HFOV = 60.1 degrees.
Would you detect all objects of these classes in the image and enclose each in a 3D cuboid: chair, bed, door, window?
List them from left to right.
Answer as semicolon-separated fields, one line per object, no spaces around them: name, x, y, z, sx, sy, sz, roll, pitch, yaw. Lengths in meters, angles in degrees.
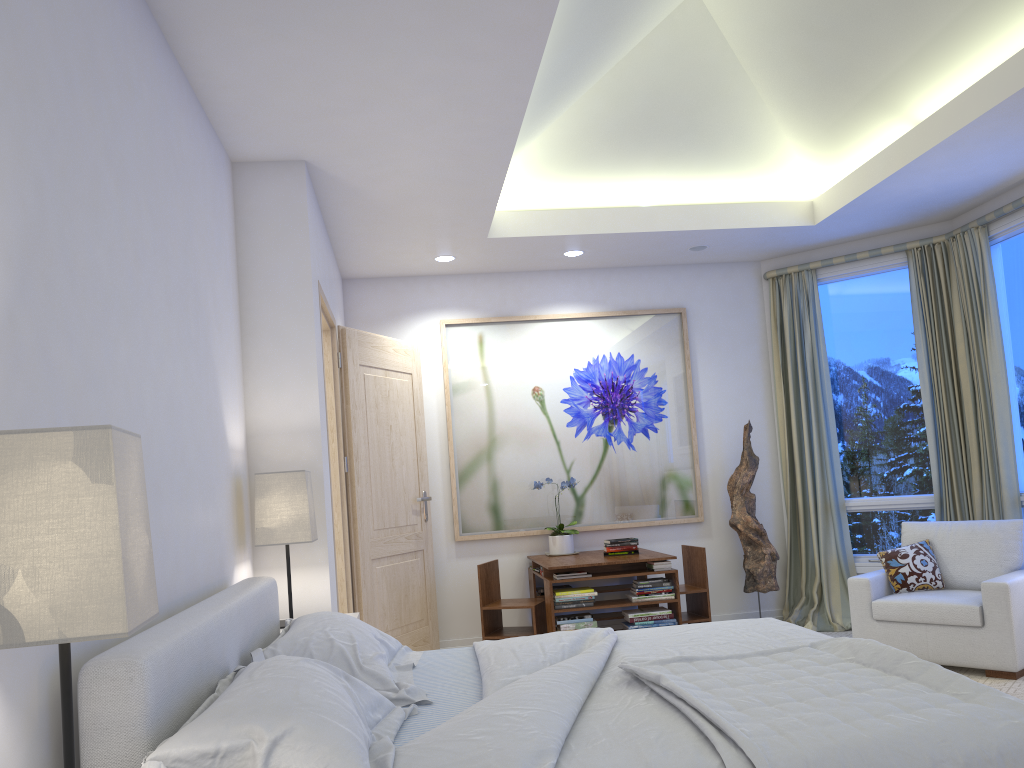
door;-0.821;0.653;4.825;0.361;2.048;1.789;-5;-5;10
chair;0.028;1.382;5.380;0.341;0.608;0.341;-6;-4;18
bed;0.121;0.934;2.455;2.018;0.812;1.978;-3;-6;-8
chair;0.993;1.322;5.473;0.340;0.608;0.342;-3;-4;-12
chair;2.291;1.081;4.622;0.687;0.704;0.810;0;-7;-42
window;2.976;0.014;4.497;0.206;2.019;1.519;-4;-5;-7
window;2.702;-0.161;2.808;0.813;2.017;6.878;-4;-6;-7

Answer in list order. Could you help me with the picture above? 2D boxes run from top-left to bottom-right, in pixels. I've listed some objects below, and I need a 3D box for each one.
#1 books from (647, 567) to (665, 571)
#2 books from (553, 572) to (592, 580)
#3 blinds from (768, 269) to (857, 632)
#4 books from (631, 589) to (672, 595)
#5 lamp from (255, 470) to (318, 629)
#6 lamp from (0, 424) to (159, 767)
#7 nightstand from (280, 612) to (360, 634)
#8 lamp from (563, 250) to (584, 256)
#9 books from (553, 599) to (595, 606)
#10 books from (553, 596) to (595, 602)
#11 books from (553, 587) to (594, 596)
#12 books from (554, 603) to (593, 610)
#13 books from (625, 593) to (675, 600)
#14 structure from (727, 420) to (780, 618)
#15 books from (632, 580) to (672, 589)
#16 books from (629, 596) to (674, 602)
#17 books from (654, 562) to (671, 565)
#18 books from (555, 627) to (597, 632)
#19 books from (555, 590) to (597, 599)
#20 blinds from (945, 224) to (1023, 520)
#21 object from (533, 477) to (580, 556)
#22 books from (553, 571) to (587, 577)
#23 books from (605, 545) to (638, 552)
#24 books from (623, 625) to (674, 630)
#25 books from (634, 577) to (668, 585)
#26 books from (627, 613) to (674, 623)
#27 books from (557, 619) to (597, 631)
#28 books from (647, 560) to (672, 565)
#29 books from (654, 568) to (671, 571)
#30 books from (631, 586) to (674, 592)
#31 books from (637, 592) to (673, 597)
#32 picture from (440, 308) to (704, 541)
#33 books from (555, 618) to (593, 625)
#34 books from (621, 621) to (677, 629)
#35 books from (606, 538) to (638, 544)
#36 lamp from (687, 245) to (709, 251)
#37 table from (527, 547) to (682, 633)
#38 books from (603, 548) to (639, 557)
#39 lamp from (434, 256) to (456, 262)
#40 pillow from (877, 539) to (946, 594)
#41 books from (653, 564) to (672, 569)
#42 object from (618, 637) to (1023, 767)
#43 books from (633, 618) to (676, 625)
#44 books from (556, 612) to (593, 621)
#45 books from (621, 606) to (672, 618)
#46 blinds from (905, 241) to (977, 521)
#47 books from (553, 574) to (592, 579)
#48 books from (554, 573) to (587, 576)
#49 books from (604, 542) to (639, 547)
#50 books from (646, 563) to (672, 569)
books;0.849;1.063;5.100;0.103;0.013;0.143;-3;-7;-7
books;0.344;1.092;5.046;0.201;0.015;0.140;-3;-7;-7
blinds;1.905;0.413;5.852;0.644;2.366;0.295;-7;-4;34
books;0.798;1.191;5.099;0.209;0.015;0.146;-3;-7;-7
lamp;-0.862;0.629;3.401;0.210;0.581;0.211;-4;-4;-7
lamp;-0.609;0.357;1.204;0.210;0.580;0.211;-3;-4;-12
nightstand;-0.649;1.079;2.286;0.400;0.597;2.562;-4;-6;-7
lamp;0.389;-0.818;5.590;0.137;0.014;0.138;0;-8;-35
books;0.343;1.233;5.033;0.234;0.019;0.144;-3;-7;-7
books;0.345;1.215;5.041;0.222;0.020;0.155;-3;-7;-7
books;0.344;1.180;5.045;0.217;0.019;0.157;-3;-7;-7
books;0.340;1.253;5.032;0.217;0.020;0.157;-3;-7;-7
books;0.793;1.217;5.107;0.249;0.015;0.180;-3;-7;-7
structure;1.579;0.930;5.831;0.305;1.389;0.265;-4;-4;-6
books;0.805;1.155;5.107;0.205;0.026;0.125;-4;-6;-2
books;0.799;1.230;5.102;0.239;0.017;0.173;-4;-7;-2
books;0.848;1.027;5.103;0.100;0.012;0.140;-3;-7;-7
books;0.355;1.387;5.008;0.233;0.022;0.142;-3;-7;-7
books;0.357;1.197;5.053;0.239;0.019;0.173;-4;-7;-2
blinds;2.693;0.280;5.157;0.266;2.360;0.527;-3;-4;-14
object;0.291;0.855;5.742;0.305;0.502;0.217;-4;-4;-7
books;0.330;1.082;5.051;0.177;0.009;0.113;-3;-7;-7
books;0.663;1.003;5.416;0.190;0.031;0.132;-4;-6;-2
books;0.790;1.397;5.097;0.276;0.032;0.193;-3;-7;-7
books;0.797;1.135;5.106;0.177;0.017;0.113;-3;-7;-7
books;0.783;1.336;5.093;0.257;0.033;0.156;-3;-6;-7
books;0.365;1.359;5.010;0.208;0.035;0.145;-3;-6;-7
books;0.848;1.027;5.102;0.103;0.013;0.143;-3;-7;-7
books;0.848;1.063;5.101;0.101;0.012;0.141;-3;-7;-7
books;0.806;1.175;5.105;0.217;0.016;0.138;-3;-7;-7
books;0.806;1.203;5.097;0.205;0.011;0.149;-3;-7;-7
picture;0.408;0.253;5.926;1.679;1.455;0.030;-4;-4;-7
books;0.345;1.335;5.013;0.205;0.018;0.119;-3;-7;-7
books;0.786;1.374;5.085;0.284;0.018;0.182;-3;-7;-7
books;0.667;0.959;5.418;0.180;0.018;0.126;-3;-7;-12
lamp;1.196;-0.866;5.687;0.137;0.014;0.138;0;-8;-35
table;0.539;1.353;5.411;0.740;0.598;0.904;-4;-6;-7
books;0.670;1.030;5.424;0.212;0.027;0.155;-5;-7;8
lamp;-0.416;-0.771;5.493;0.137;0.014;0.138;0;-8;-35
pillow;2.140;0.979;4.755;0.285;0.271;0.188;-4;-5;2
books;0.846;1.046;5.107;0.108;0.020;0.151;-3;-7;-7
object;0.712;0.894;2.062;0.717;0.465;0.918;-3;-6;-11
books;0.810;1.357;5.087;0.234;0.018;0.170;-4;-7;-2
books;0.350;1.318;5.013;0.198;0.017;0.114;-3;-7;-7
books;0.771;1.312;5.093;0.249;0.022;0.180;-3;-7;-7
blinds;2.625;0.304;5.337;0.526;2.363;0.270;-7;-4;37
books;0.345;1.092;5.046;0.201;0.014;0.137;-3;-7;-7
books;0.331;1.082;5.051;0.174;0.008;0.112;-3;-7;-7
books;0.667;0.978;5.418;0.205;0.020;0.125;-5;-7;3
books;0.846;1.046;5.106;0.111;0.022;0.154;-3;-7;-7
